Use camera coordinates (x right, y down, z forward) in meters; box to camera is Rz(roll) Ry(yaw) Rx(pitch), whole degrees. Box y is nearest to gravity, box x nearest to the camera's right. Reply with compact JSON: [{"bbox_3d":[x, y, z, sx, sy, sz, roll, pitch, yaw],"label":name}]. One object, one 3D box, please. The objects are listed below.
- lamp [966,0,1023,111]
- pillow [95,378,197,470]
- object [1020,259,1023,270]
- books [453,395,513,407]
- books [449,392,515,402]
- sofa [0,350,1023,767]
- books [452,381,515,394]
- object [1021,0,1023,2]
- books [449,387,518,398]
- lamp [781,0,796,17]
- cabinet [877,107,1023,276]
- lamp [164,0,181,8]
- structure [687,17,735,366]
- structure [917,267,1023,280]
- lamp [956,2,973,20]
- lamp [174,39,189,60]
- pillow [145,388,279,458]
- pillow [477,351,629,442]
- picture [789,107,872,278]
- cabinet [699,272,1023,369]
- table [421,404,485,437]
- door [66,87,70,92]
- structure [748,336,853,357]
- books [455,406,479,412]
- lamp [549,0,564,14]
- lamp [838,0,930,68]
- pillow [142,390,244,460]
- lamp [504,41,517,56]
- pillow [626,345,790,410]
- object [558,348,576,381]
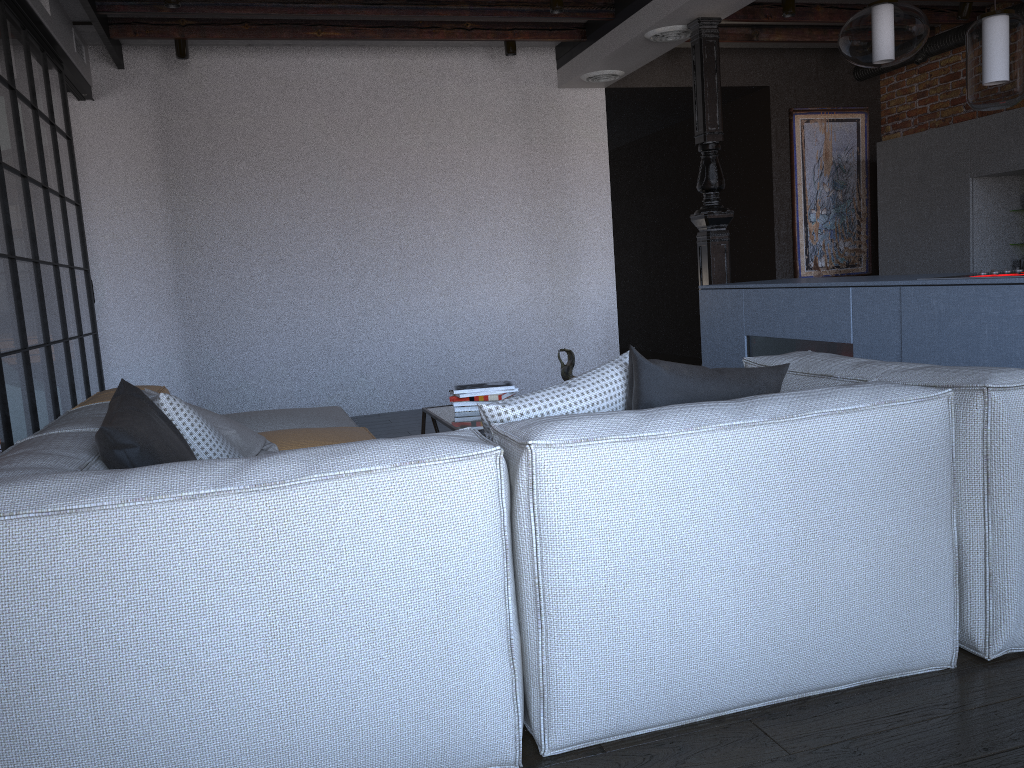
[{"bbox_3d":[1.763,-1.495,3.233,0.195,0.956,0.197,-2,7,14],"label":"lamp"},{"bbox_3d":[-0.894,0.193,2.243,0.263,0.400,0.510,-7,8,-22],"label":"pillow"},{"bbox_3d":[3.622,-0.813,6.122,0.193,0.178,0.208,-1,8,26],"label":"object"},{"bbox_3d":[-0.124,0.068,3.911,0.251,0.023,0.209,-4,7,3],"label":"books"},{"bbox_3d":[-0.128,0.050,3.885,0.239,0.023,0.190,-2,7,18],"label":"books"},{"bbox_3d":[-0.299,0.272,3.292,2.536,0.698,3.298,-6,7,-16],"label":"sofa"},{"bbox_3d":[-0.127,0.014,3.901,0.268,0.014,0.196,-5,7,-5],"label":"books"},{"bbox_3d":[0.361,0.162,0.363,0.570,1.472,0.616,-3,7,10],"label":"object"},{"bbox_3d":[-0.125,0.029,3.903,0.268,0.014,0.196,-6,7,-17],"label":"books"},{"bbox_3d":[1.781,-2.489,5.757,0.121,0.184,0.082,-7,8,-24],"label":"lamp"},{"bbox_3d":[3.844,-0.829,5.144,0.713,1.810,4.171,-6,7,-16],"label":"cabinet"},{"bbox_3d":[-1.827,-2.106,4.722,0.114,0.184,0.082,2,9,39],"label":"lamp"},{"bbox_3d":[-2.015,-0.465,3.123,8.510,2.396,0.481,-9,9,-35],"label":"structure"},{"bbox_3d":[1.975,-0.399,3.265,0.504,0.057,0.763,-6,7,-16],"label":"structure"},{"bbox_3d":[3.139,-2.624,6.146,0.116,0.201,0.087,2,10,42],"label":"lamp"},{"bbox_3d":[-2.123,-2.186,5.677,0.093,0.210,0.146,-7,8,-21],"label":"lamp"},{"bbox_3d":[-0.975,0.158,2.957,0.485,0.314,0.358,-1,8,27],"label":"pillow"},{"bbox_3d":[0.124,0.131,2.187,0.543,0.402,0.250,-9,8,-34],"label":"pillow"},{"bbox_3d":[2.790,-1.664,7.761,0.780,1.471,0.067,-6,7,-16],"label":"picture"},{"bbox_3d":[1.827,-0.046,3.888,0.607,0.845,2.958,-6,7,-16],"label":"cabinet"},{"bbox_3d":[0.075,0.297,3.781,0.842,0.389,0.848,-6,7,-16],"label":"table"},{"bbox_3d":[-4.864,-0.579,5.618,4.184,2.595,0.138,-6,7,-16],"label":"door"},{"bbox_3d":[1.557,-0.058,4.388,0.332,0.394,0.943,-6,7,-16],"label":"structure"},{"bbox_3d":[-0.121,0.091,3.914,0.247,0.024,0.209,-4,7,3],"label":"books"},{"bbox_3d":[0.250,-2.327,5.321,0.116,0.184,0.082,1,9,34],"label":"lamp"},{"bbox_3d":[1.573,-1.693,3.769,0.364,0.665,0.364,-9,8,-33],"label":"lamp"},{"bbox_3d":[-0.938,0.170,2.583,0.293,0.354,0.495,-8,8,-30],"label":"pillow"},{"bbox_3d":[-0.031,-2.421,6.272,0.120,0.184,0.082,-1,8,25],"label":"lamp"},{"bbox_3d":[0.453,0.086,2.254,0.538,0.417,0.238,-8,8,-26],"label":"pillow"},{"bbox_3d":[0.255,-0.059,4.089,0.099,0.223,0.093,-1,8,23],"label":"object"}]
